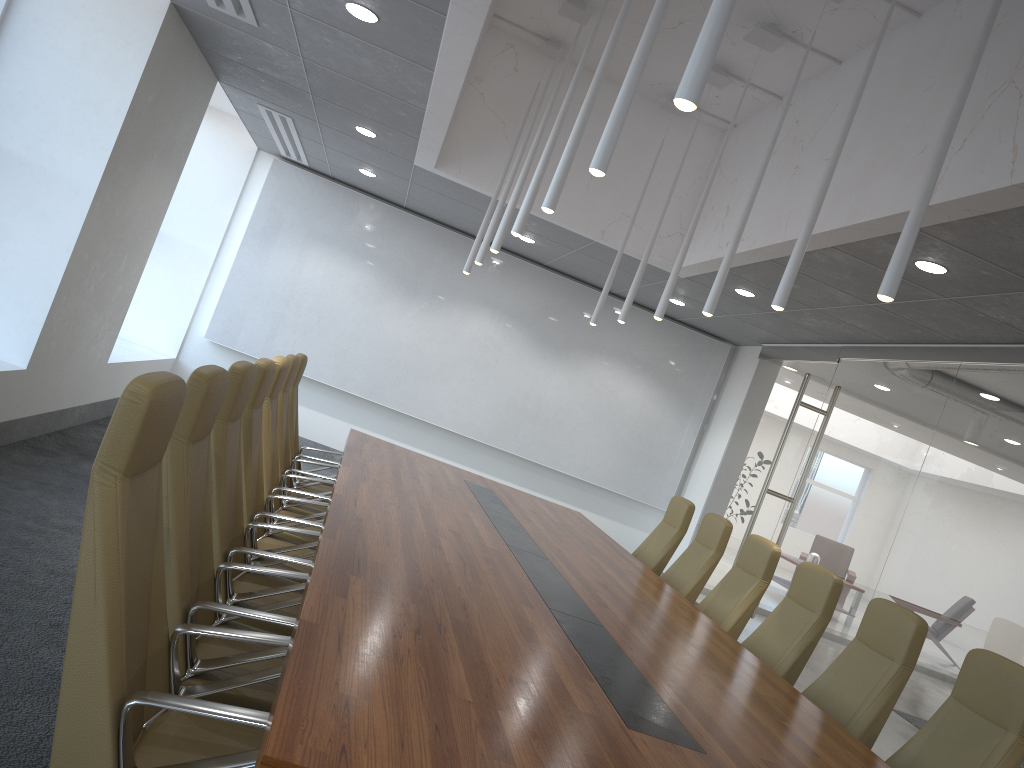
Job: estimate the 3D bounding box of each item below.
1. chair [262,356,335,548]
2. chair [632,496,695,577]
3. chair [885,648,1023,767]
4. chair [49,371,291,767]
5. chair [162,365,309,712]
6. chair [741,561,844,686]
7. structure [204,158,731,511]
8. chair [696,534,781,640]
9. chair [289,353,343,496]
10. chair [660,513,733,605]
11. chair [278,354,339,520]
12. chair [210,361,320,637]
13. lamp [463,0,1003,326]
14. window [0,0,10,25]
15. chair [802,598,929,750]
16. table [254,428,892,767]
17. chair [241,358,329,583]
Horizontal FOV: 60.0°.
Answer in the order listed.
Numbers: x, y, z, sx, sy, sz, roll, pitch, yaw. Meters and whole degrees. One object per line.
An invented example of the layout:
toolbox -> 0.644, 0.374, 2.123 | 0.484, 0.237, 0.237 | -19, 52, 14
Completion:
chair -> -1.298, 0.639, 5.660 | 0.955, 1.406, 0.711 | 21, -1, -9
chair -> 0.854, 1.497, 7.642 | 0.955, 1.406, 0.711 | 21, -1, -9
chair -> 1.470, 1.677, 3.693 | 0.955, 1.406, 0.711 | 21, -1, -9
chair -> -0.804, 0.784, 2.490 | 0.955, 1.406, 0.711 | 21, -1, -9
chair -> -0.924, 0.749, 3.265 | 0.955, 1.406, 0.711 | 21, -1, -9
chair -> 1.224, 1.605, 5.269 | 0.955, 1.406, 0.711 | 21, -1, -9
structure -> 0.613, -0.247, 5.087 | 6.600, 2.466, 13.989 | 21, -1, -9
chair -> 1.102, 1.569, 6.054 | 0.955, 1.406, 0.711 | 21, -1, -9
chair -> -1.541, 0.569, 7.213 | 0.955, 1.406, 0.711 | 21, -1, -9
chair -> 0.977, 1.533, 6.852 | 0.955, 1.406, 0.711 | 21, -1, -9
chair -> -1.418, 0.604, 6.427 | 0.955, 1.406, 0.711 | 21, -1, -9
chair -> -1.049, 0.712, 4.063 | 0.955, 1.406, 0.711 | 21, -1, -9
lamp -> 1.138, -1.759, 5.096 | 2.619, 2.378, 7.258 | 21, -1, -9
window -> -1.305, -1.008, 15.721 | 24.175, 20.155, 35.932 | 21, -1, -9
chair -> 1.347, 1.641, 4.479 | 0.955, 1.406, 0.711 | 21, -1, -9
table -> -0.070, 1.377, 5.050 | 2.300, 0.895, 6.500 | 21, -1, -9
chair -> -1.173, 0.676, 4.857 | 0.955, 1.406, 0.711 | 21, -1, -9
